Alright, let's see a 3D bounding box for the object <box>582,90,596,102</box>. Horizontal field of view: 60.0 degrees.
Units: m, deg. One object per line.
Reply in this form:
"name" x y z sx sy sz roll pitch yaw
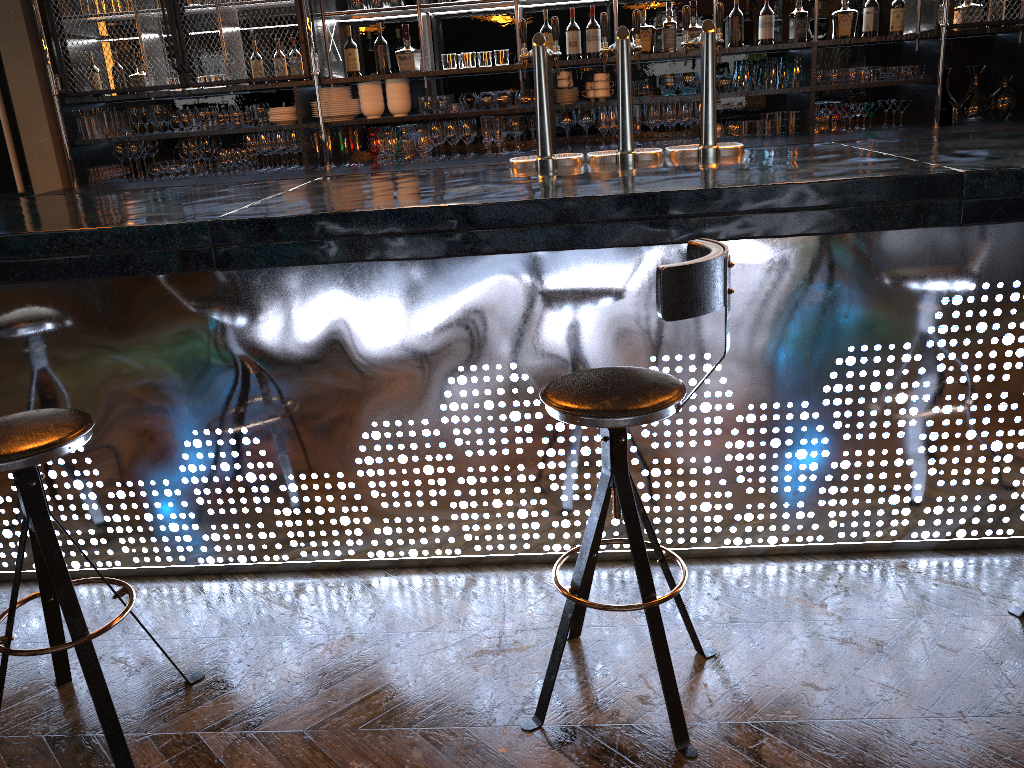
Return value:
"object" 0.487 -1.730 5.321 0.106 0.067 0.094 -16 22 -31

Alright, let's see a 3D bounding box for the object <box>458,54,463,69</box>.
"object" -0.287 -1.978 5.449 0.089 0.092 0.089 -12 20 -22

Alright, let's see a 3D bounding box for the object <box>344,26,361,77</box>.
"object" -0.973 -2.010 5.372 0.086 0.299 0.086 -17 23 -34

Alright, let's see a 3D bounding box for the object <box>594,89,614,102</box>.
"object" 0.538 -1.703 5.229 0.106 0.067 0.094 -7 19 -7

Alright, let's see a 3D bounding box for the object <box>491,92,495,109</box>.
"object" -0.143 -1.748 5.468 0.093 0.099 0.093 -2 19 6

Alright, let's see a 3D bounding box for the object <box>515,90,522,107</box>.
"object" 0.064 -1.704 5.295 0.095 0.096 0.095 -3 19 5

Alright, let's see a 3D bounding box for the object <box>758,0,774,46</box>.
"object" 1.487 -2.133 5.184 0.086 0.298 0.086 -17 23 -34

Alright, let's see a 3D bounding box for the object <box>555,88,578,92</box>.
"object" 0.319 -1.736 5.247 0.149 0.026 0.148 -1 19 11

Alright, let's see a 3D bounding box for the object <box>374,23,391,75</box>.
"object" -0.784 -2.010 5.328 0.086 0.297 0.086 10 23 36

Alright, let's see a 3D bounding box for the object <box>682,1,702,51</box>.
"object" 1.064 -2.095 5.200 0.123 0.279 0.123 2 19 17

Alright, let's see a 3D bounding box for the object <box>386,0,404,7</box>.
"object" -0.695 -2.320 5.222 0.105 0.209 0.105 -19 24 -38

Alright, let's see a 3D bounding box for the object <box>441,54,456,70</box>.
"object" -0.374 -1.920 5.295 0.089 0.092 0.089 -12 20 -22

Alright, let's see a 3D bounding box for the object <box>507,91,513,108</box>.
"object" -0.043 -1.736 5.409 0.093 0.099 0.093 -7 19 -8

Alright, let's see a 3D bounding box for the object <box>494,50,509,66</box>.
"object" -0.061 -1.942 5.291 0.089 0.092 0.089 1 19 15

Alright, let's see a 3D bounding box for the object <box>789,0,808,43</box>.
"object" 1.669 -2.131 5.165 0.083 0.282 0.083 -8 19 -10

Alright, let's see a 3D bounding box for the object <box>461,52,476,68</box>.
"object" -0.256 -1.922 5.273 0.089 0.092 0.089 -16 21 -30

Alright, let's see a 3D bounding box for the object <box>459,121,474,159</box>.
"object" -0.271 -1.454 5.287 0.084 0.216 0.084 -21 24 -40

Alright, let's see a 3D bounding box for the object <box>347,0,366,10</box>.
"object" -0.927 -2.312 5.251 0.105 0.209 0.105 -19 24 -38

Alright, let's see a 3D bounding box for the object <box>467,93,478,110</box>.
"object" -0.252 -1.727 5.428 0.109 0.100 0.109 -8 19 -12

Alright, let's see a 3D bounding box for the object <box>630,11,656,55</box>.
"object" 0.774 -2.070 5.239 0.151 0.248 0.094 -6 19 -6

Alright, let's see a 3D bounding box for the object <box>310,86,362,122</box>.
"object" -1.068 -1.698 5.377 0.306 0.195 0.300 -2 19 6

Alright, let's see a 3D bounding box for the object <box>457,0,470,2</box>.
"object" -0.287 -2.279 5.191 0.089 0.092 0.089 -10 19 -16

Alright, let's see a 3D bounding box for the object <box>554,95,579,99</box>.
"object" 0.324 -1.695 5.261 0.149 0.023 0.149 -8 19 -11

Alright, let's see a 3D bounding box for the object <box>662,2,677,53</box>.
"object" 0.926 -2.095 5.223 0.083 0.282 0.083 -3 18 4

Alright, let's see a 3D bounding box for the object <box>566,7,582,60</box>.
"object" 0.366 -2.085 5.293 0.086 0.298 0.086 -17 23 -34

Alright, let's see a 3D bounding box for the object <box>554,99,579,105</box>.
"object" 0.325 -1.675 5.268 0.149 0.022 0.149 -13 20 -25

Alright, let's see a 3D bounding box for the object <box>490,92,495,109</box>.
"object" -0.148 -1.715 5.369 0.093 0.099 0.093 -7 19 -7

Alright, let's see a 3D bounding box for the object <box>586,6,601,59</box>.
"object" 0.483 -2.083 5.261 0.086 0.298 0.086 -17 23 -34

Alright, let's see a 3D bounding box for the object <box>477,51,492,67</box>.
"object" -0.162 -1.957 5.359 0.089 0.092 0.089 1 19 15

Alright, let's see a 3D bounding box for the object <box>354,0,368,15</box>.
"object" -0.932 -2.349 5.362 0.105 0.209 0.105 -19 24 -38

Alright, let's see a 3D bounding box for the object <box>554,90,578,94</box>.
"object" 0.321 -1.725 5.250 0.149 0.025 0.149 -16 22 -31

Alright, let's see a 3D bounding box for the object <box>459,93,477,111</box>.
"object" -0.261 -1.676 5.278 0.109 0.100 0.109 -8 19 -12

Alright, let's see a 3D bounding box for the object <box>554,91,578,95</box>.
"object" 0.323 -1.715 5.253 0.149 0.026 0.148 -1 19 11

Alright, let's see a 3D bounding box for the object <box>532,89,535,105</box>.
"object" 0.159 -1.699 5.257 0.095 0.096 0.095 6 21 27

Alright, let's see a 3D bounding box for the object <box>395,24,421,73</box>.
"object" -0.626 -2.012 5.330 0.123 0.279 0.123 2 19 17

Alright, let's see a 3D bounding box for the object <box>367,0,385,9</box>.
"object" -0.809 -2.318 5.242 0.105 0.209 0.105 -19 24 -38

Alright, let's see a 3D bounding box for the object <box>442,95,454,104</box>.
"object" -0.401 -1.738 5.496 0.089 0.100 0.100 -5 18 -2

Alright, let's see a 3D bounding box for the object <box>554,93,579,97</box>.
"object" 0.323 -1.707 5.257 0.149 0.024 0.149 -3 18 4

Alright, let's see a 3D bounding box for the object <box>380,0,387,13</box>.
"object" -0.810 -2.353 5.346 0.105 0.209 0.105 -19 24 -38

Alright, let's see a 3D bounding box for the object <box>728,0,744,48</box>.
"object" 1.305 -2.113 5.167 0.086 0.297 0.086 10 23 36

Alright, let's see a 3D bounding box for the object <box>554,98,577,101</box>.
"object" 0.325 -1.684 5.264 0.149 0.023 0.149 -13 20 -25

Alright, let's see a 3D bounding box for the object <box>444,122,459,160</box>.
"object" -0.361 -1.450 5.293 0.084 0.216 0.084 2 20 19

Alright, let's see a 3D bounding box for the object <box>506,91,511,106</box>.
"object" -0.054 -1.703 5.313 0.093 0.099 0.093 -12 20 -23

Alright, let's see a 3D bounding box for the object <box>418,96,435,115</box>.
"object" -0.503 -1.644 5.240 0.100 0.100 0.089 -1 19 9

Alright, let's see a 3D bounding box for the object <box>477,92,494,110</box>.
"object" -0.154 -1.680 5.266 0.093 0.099 0.093 3 20 20

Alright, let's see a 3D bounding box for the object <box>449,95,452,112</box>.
"object" -0.411 -1.705 5.401 0.100 0.100 0.089 -21 25 -41

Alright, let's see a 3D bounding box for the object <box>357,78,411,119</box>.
"object" -0.762 -1.713 5.318 0.309 0.216 0.149 -4 18 2

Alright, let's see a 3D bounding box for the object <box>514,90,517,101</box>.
"object" 0.063 -1.757 5.453 0.095 0.096 0.095 3 20 20

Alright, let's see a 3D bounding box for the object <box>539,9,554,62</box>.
"object" 0.208 -2.068 5.281 0.086 0.299 0.086 -17 23 -34

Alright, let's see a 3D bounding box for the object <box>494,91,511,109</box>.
"object" -0.057 -1.670 5.214 0.093 0.099 0.093 4 20 23

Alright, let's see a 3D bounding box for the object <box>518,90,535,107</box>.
"object" 0.084 -1.672 5.195 0.095 0.096 0.095 -11 20 -20

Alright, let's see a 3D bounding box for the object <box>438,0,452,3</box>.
"object" -0.399 -2.287 5.241 0.089 0.092 0.089 -10 19 -16

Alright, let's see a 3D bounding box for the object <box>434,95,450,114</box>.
"object" -0.418 -1.666 5.287 0.089 0.100 0.100 11 24 38

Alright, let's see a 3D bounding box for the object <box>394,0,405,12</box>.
"object" -0.702 -2.355 5.328 0.105 0.209 0.105 -19 24 -38
